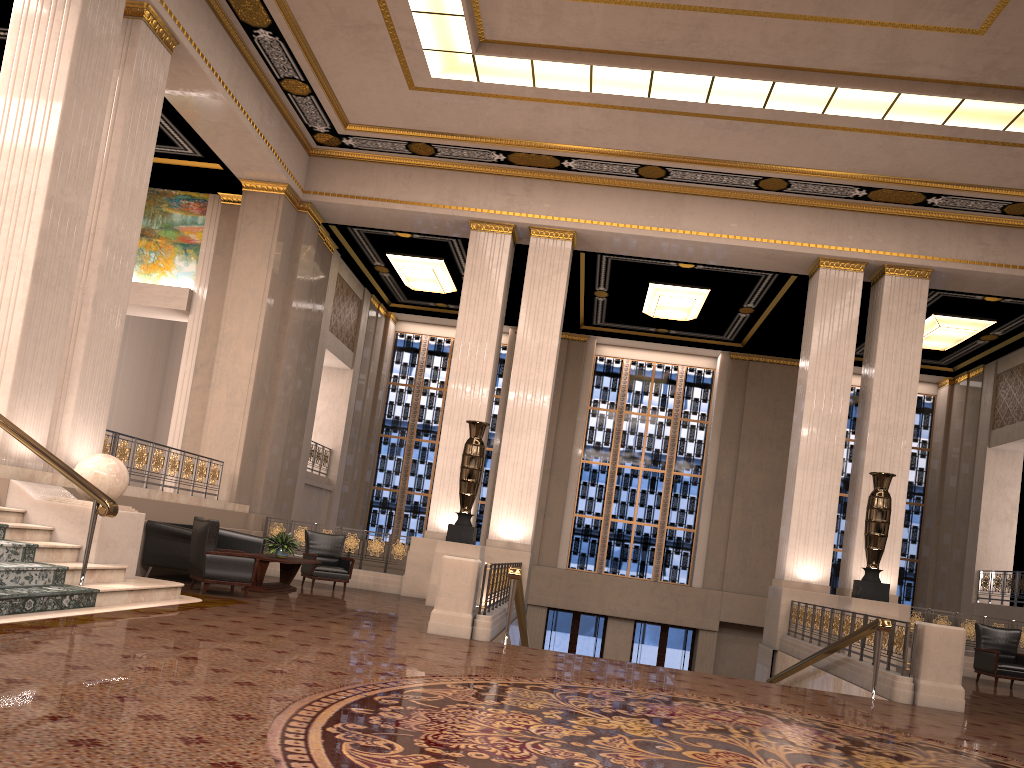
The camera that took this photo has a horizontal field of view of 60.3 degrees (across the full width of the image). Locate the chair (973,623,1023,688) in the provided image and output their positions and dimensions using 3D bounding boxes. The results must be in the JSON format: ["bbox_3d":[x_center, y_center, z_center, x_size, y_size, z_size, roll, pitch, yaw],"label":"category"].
[{"bbox_3d":[7.010,3.879,12.512,0.647,0.836,0.726,8,-7,0],"label":"chair"}]

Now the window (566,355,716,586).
[{"bbox_3d":[3.175,2.084,21.623,2.983,5.312,0.070,7,-4,5],"label":"window"}]

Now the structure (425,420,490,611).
[{"bbox_3d":[-0.692,1.945,13.149,0.699,2.764,0.707,8,-5,5],"label":"structure"}]

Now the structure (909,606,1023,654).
[{"bbox_3d":[7.393,3.960,13.774,2.531,0.649,0.032,7,-4,5],"label":"structure"}]

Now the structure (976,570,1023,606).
[{"bbox_3d":[9.611,3.984,17.227,0.031,0.660,2.188,8,-10,6],"label":"structure"}]

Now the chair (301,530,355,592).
[{"bbox_3d":[-2.802,2.676,13.361,0.654,0.836,0.719,12,-8,-29],"label":"chair"}]

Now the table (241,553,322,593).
[{"bbox_3d":[-3.173,2.511,11.694,0.837,0.431,1.497,7,-10,6],"label":"table"}]

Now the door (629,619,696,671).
[{"bbox_3d":[3.434,6.963,20.706,1.489,2.700,0.157,7,-4,5],"label":"door"}]

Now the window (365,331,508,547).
[{"bbox_3d":[-1.866,1.467,22.061,2.983,5.312,0.070,7,-4,5],"label":"window"}]

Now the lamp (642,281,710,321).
[{"bbox_3d":[3.325,-1.642,18.075,1.166,0.212,2.047,7,-11,5],"label":"lamp"}]

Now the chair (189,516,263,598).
[{"bbox_3d":[-3.327,1.990,10.124,0.725,0.836,0.648,13,-8,-34],"label":"chair"}]

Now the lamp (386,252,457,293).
[{"bbox_3d":[-1.870,-2.278,18.526,1.166,0.212,2.047,7,-11,5],"label":"lamp"}]

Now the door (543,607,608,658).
[{"bbox_3d":[1.371,6.710,20.886,1.489,2.700,0.157,7,-4,5],"label":"door"}]

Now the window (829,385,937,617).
[{"bbox_3d":[8.389,2.723,21.170,2.983,5.312,0.070,7,-4,5],"label":"window"}]

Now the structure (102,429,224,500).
[{"bbox_3d":[-4.718,1.159,11.999,0.032,0.617,3.750,8,-10,6],"label":"structure"}]

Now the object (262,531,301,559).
[{"bbox_3d":[-3.027,2.101,11.601,0.501,0.372,0.533,1,-11,37],"label":"object"}]

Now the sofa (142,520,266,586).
[{"bbox_3d":[-4.062,2.270,11.786,0.874,0.699,1.951,7,-10,6],"label":"sofa"}]

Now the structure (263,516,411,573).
[{"bbox_3d":[-2.922,2.697,14.670,2.531,0.649,0.032,7,-4,5],"label":"structure"}]

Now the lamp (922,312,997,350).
[{"bbox_3d":[8.610,-0.995,17.616,1.166,0.212,2.047,7,-11,5],"label":"lamp"}]

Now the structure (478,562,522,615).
[{"bbox_3d":[-0.070,2.606,11.522,0.079,0.531,5.012,7,-11,6],"label":"structure"}]

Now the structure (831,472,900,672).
[{"bbox_3d":[5.164,2.662,12.640,0.699,2.764,0.707,8,-5,5],"label":"structure"}]

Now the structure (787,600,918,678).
[{"bbox_3d":[4.111,3.118,11.159,0.079,0.530,5.010,8,-11,5],"label":"structure"}]

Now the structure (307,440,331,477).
[{"bbox_3d":[-4.152,1.557,18.487,0.031,0.660,2.188,8,-10,6],"label":"structure"}]
